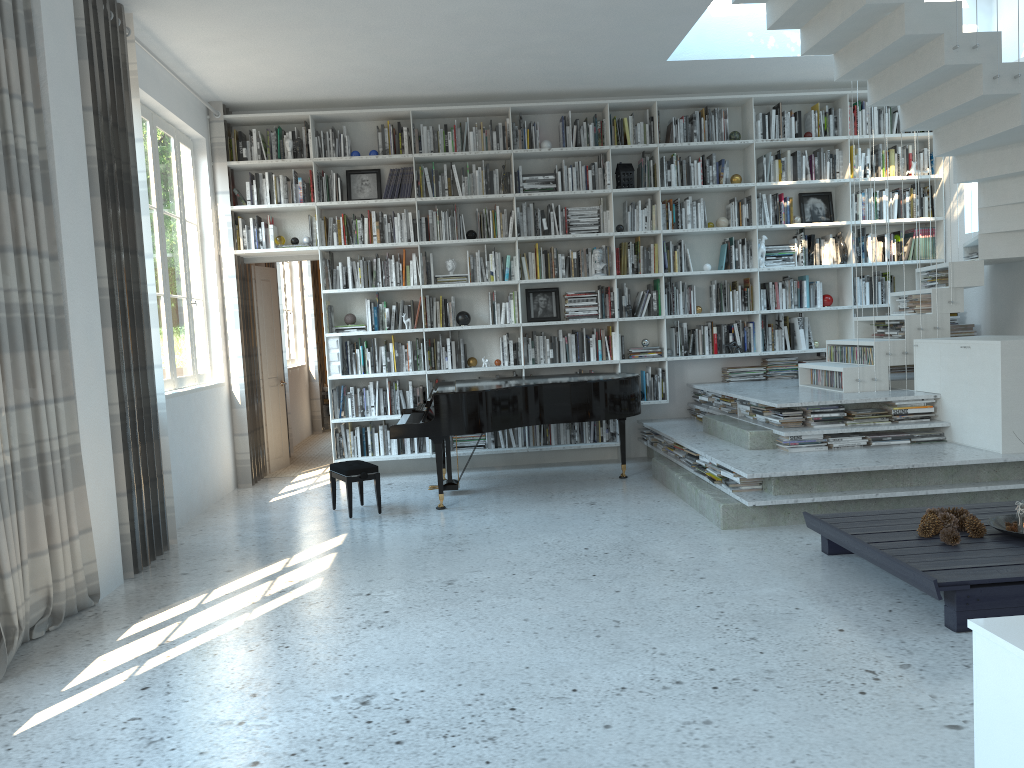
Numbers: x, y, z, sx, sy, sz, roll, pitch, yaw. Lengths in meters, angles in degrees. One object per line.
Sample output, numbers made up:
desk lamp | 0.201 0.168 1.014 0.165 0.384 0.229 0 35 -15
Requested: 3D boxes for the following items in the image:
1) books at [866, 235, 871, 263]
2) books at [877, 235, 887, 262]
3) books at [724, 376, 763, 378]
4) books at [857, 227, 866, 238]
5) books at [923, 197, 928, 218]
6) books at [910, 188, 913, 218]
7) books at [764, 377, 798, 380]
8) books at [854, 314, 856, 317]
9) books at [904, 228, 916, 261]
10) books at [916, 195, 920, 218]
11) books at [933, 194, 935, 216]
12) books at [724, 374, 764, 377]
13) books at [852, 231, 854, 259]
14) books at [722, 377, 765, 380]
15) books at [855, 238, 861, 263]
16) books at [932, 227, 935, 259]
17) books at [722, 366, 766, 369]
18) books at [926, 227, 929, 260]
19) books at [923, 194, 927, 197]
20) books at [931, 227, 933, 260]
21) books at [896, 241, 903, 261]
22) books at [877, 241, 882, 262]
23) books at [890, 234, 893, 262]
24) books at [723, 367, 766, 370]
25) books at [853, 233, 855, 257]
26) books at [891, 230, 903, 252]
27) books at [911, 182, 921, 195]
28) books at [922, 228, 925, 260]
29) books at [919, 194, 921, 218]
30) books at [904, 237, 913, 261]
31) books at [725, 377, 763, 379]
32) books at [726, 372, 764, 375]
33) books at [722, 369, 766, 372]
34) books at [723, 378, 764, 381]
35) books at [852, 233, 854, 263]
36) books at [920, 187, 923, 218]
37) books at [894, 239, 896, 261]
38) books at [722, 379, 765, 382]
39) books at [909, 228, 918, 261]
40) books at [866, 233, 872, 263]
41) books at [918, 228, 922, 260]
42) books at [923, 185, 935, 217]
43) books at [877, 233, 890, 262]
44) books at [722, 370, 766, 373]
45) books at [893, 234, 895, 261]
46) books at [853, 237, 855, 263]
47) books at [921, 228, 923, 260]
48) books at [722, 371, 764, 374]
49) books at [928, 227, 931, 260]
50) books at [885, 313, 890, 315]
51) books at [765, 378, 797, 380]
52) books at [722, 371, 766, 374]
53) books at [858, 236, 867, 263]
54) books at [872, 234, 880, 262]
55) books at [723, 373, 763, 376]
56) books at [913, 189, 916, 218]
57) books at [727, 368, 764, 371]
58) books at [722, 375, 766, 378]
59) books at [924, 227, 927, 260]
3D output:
books | 3.176 -1.203 7.977 0.026 0.246 0.180 -3 4 -3
books | 3.330 -1.212 7.991 0.022 0.247 0.181 -3 4 -3
books | 2.087 -0.067 8.010 0.308 0.008 0.195 -3 4 -1
books | 3.154 -1.241 7.993 0.012 0.322 0.141 -3 4 -3
books | 3.684 -1.575 7.984 0.029 0.195 0.192 -3 4 -3
books | 3.557 -1.608 7.978 0.013 0.277 0.187 -3 4 -3
books | 2.423 -0.056 8.036 0.285 0.007 0.159 -3 4 -3
books | 3.056 -0.483 7.965 0.011 0.293 0.144 -3 4 -3
books | 3.577 -1.247 8.005 0.072 0.292 0.169 -3 4 -3
books | 3.606 -1.578 7.978 0.025 0.212 0.188 -3 4 -3
books | 3.769 -1.592 7.994 0.021 0.219 0.184 -3 4 -3
books | 2.088 -0.082 8.001 0.308 0.008 0.195 -4 4 -8
books | 3.036 -1.219 7.987 0.010 0.293 0.164 -3 4 -3
books | 2.089 -0.052 8.003 0.345 0.007 0.193 -3 4 2
books | 3.095 -1.195 8.002 0.066 0.237 0.144 -3 4 -3
books | 3.766 -1.260 8.005 0.018 0.294 0.169 -3 4 -3
books | 2.087 -0.149 8.004 0.345 0.007 0.193 -3 4 -1
books | 3.711 -1.258 8.013 0.018 0.294 0.169 -3 4 -3
books | 3.707 -1.596 8.018 0.024 0.230 0.130 -3 4 -3
books | 3.748 -1.260 8.015 0.018 0.294 0.169 -3 4 -3
books | 3.459 -1.186 7.985 0.024 0.181 0.190 -3 4 -3
books | 3.280 -1.180 7.985 0.023 0.189 0.169 -3 4 -3
books | 3.397 -1.221 8.013 0.012 0.254 0.160 -3 4 -3
books | 2.087 -0.142 8.005 0.345 0.007 0.193 -3 4 -5
books | 3.055 -1.214 7.998 0.010 0.279 0.147 -3 4 -3
books | 3.479 -1.237 8.010 0.026 0.278 0.169 -3 4 -3
books | 3.645 -1.641 8.001 0.013 0.330 0.140 -3 4 -3
books | 3.675 -1.256 8.011 0.018 0.294 0.169 -3 4 -3
books | 3.630 -1.584 7.989 0.025 0.220 0.177 -3 4 -3
books | 3.539 -1.206 8.004 0.088 0.217 0.167 -3 4 -3
books | 2.088 -0.059 8.005 0.308 0.008 0.195 -3 4 1
books | 2.090 -0.097 8.000 0.308 0.008 0.195 -3 4 2
books | 2.088 -0.127 8.006 0.345 0.007 0.193 -3 4 -1
books | 2.089 -0.044 8.007 0.308 0.008 0.195 -4 4 -7
books | 3.020 -1.210 7.972 0.025 0.277 0.160 -3 4 -3
books | 3.660 -1.618 7.995 0.013 0.283 0.149 -3 4 -3
books | 3.436 -1.200 8.023 0.014 0.207 0.138 -3 4 -3
books | 2.089 -0.037 8.007 0.345 0.007 0.193 -3 4 1
books | 3.615 -1.252 8.007 0.033 0.294 0.169 -3 4 -3
books | 3.199 -1.214 7.990 0.022 0.266 0.157 -3 4 -3
books | 3.640 -1.253 7.995 0.018 0.294 0.169 -3 4 -3
books | 3.735 -1.626 7.988 0.042 0.292 0.186 -3 4 -3
books | 3.354 -1.220 8.002 0.029 0.259 0.171 -3 4 -3
books | 2.089 -0.119 7.998 0.345 0.007 0.193 -4 4 -8
books | 3.416 -1.219 8.017 0.025 0.249 0.133 -3 4 -3
books | 3.047 -1.193 7.990 0.010 0.239 0.147 -3 4 -3
books | 3.657 -1.255 8.010 0.018 0.294 0.169 -3 4 -3
books | 2.089 -0.112 8.007 0.345 0.007 0.193 -3 4 -1
books | 3.730 -1.258 8.009 0.018 0.294 0.169 -3 4 -3
books | 3.411 -0.499 7.987 0.012 0.285 0.159 -3 4 -3
books | 2.424 -0.049 8.030 0.254 0.007 0.160 -3 4 0
books | 2.090 -0.105 8.005 0.345 0.007 0.193 -3 4 -6
books | 3.140 -1.199 7.977 0.022 0.243 0.170 -3 4 -3
books | 3.239 -1.214 7.980 0.056 0.262 0.176 -3 4 -3
books | 2.087 -0.090 8.014 0.308 0.008 0.195 -3 4 -3
books | 3.578 -1.605 7.976 0.028 0.268 0.173 -3 4 -3
books | 2.088 -0.135 8.005 0.308 0.008 0.195 -3 4 -1
books | 2.088 -0.075 8.010 0.345 0.007 0.193 -3 4 -5
books | 3.694 -1.256 8.007 0.018 0.294 0.169 -3 4 -3
